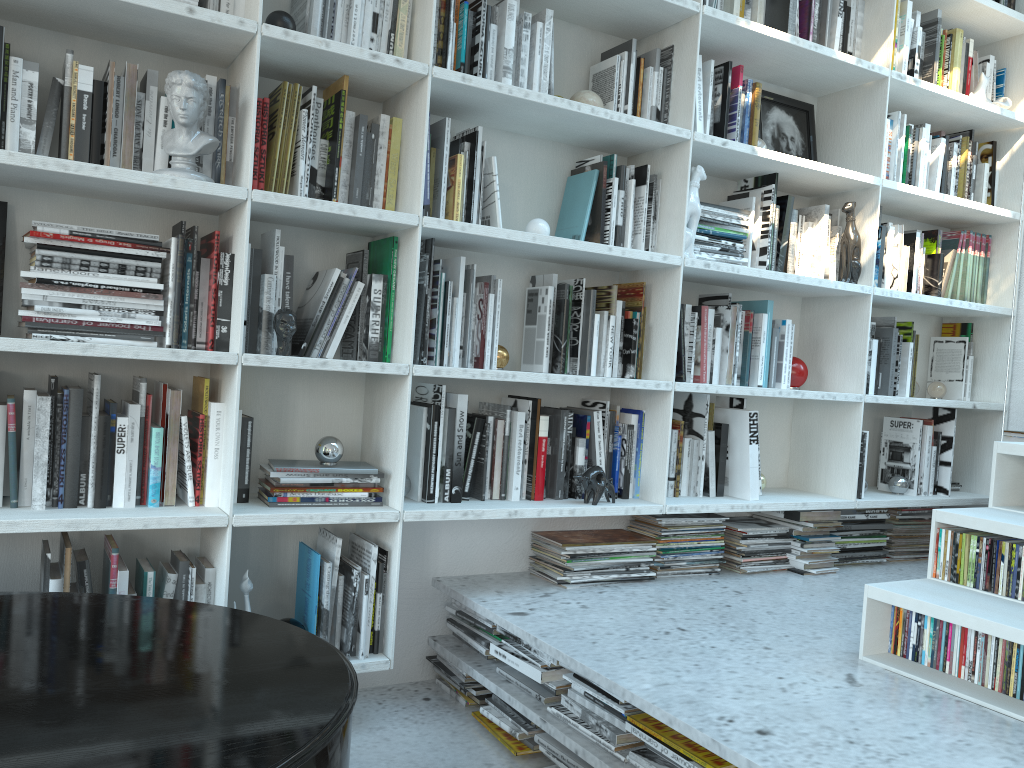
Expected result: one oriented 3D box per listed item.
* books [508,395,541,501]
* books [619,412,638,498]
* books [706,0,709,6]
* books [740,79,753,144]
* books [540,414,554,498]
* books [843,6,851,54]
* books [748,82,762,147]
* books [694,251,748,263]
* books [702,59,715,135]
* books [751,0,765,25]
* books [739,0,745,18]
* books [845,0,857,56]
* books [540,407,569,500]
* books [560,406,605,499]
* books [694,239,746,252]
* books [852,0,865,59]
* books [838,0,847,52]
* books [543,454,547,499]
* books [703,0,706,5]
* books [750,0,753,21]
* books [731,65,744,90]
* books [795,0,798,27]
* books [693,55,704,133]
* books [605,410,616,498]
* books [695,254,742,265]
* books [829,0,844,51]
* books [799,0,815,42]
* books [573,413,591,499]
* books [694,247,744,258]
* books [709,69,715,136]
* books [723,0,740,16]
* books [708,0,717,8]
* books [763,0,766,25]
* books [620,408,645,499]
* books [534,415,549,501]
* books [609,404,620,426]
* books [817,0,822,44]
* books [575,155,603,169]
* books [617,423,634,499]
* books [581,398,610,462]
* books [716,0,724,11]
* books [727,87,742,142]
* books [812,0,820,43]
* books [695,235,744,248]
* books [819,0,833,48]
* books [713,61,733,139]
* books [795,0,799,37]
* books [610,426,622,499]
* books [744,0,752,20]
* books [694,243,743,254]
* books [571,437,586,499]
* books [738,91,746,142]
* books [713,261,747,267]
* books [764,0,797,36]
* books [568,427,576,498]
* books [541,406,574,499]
[{"bbox_3d":[0.025,0.183,2.599,0.012,0.293,0.175,3,2,-30],"label":"books"},{"bbox_3d":[0.331,0.218,2.782,0.026,0.258,0.156,3,2,-30],"label":"books"},{"bbox_3d":[0.576,-1.228,2.828,0.013,0.237,0.141,3,2,-30],"label":"books"},{"bbox_3d":[0.721,-0.860,2.934,0.021,0.253,0.166,3,2,-30],"label":"books"},{"bbox_3d":[0.074,0.211,2.656,0.021,0.243,0.131,3,2,-30],"label":"books"},{"bbox_3d":[1.121,-1.195,3.143,0.022,0.234,0.158,3,2,-30],"label":"books"},{"bbox_3d":[0.747,-0.854,2.938,0.026,0.244,0.177,3,2,-30],"label":"books"},{"bbox_3d":[0.607,-0.414,2.900,0.285,0.012,0.159,3,1,-25],"label":"books"},{"bbox_3d":[0.585,-0.884,2.869,0.012,0.285,0.159,3,2,-30],"label":"books"},{"bbox_3d":[0.766,-1.242,2.926,0.026,0.288,0.156,3,2,-30],"label":"books"},{"bbox_3d":[0.688,-1.233,2.880,0.026,0.261,0.167,3,2,-30],"label":"books"},{"bbox_3d":[1.145,-1.219,3.151,0.026,0.284,0.147,3,2,-30],"label":"books"},{"bbox_3d":[0.103,0.203,2.653,0.026,0.262,0.173,3,2,-30],"label":"books"},{"bbox_3d":[0.216,0.207,2.717,0.070,0.266,0.185,3,2,-30],"label":"books"},{"bbox_3d":[0.607,-0.450,2.906,0.285,0.012,0.159,3,1,-32],"label":"books"},{"bbox_3d":[1.170,-1.208,3.163,0.031,0.265,0.169,3,2,-30],"label":"books"},{"bbox_3d":[1.092,-1.200,3.115,0.030,0.241,0.162,3,2,-30],"label":"books"},{"bbox_3d":[0.058,0.212,2.639,0.025,0.238,0.156,3,2,-30],"label":"books"},{"bbox_3d":[0.565,-1.237,2.824,0.012,0.254,0.160,3,2,-30],"label":"books"},{"bbox_3d":[0.733,-1.219,2.933,0.024,0.236,0.146,3,2,-30],"label":"books"},{"bbox_3d":[0.680,-0.879,2.905,0.014,0.285,0.175,3,2,-30],"label":"books"},{"bbox_3d":[0.875,-1.207,2.974,0.030,0.230,0.187,3,2,-30],"label":"books"},{"bbox_3d":[0.552,-0.888,2.842,0.065,0.289,0.145,3,2,-30],"label":"books"},{"bbox_3d":[0.262,0.211,2.755,0.021,0.265,0.150,3,2,-30],"label":"books"},{"bbox_3d":[0.605,-0.402,2.903,0.254,0.012,0.160,3,1,-34],"label":"books"},{"bbox_3d":[1.068,-1.217,3.091,0.036,0.272,0.177,3,2,-30],"label":"books"},{"bbox_3d":[0.948,-1.208,3.020,0.014,0.240,0.189,3,2,-30],"label":"books"},{"bbox_3d":[0.180,0.214,2.703,0.012,0.249,0.164,3,2,-30],"label":"books"},{"bbox_3d":[0.606,-0.426,2.902,0.254,0.012,0.160,3,1,-26],"label":"books"},{"bbox_3d":[0.604,-0.875,2.892,0.043,0.269,0.131,3,2,-30],"label":"books"},{"bbox_3d":[0.666,-1.208,2.864,0.025,0.207,0.175,3,2,-30],"label":"books"},{"bbox_3d":[0.605,-1.249,2.844,0.052,0.282,0.166,3,2,-30],"label":"books"},{"bbox_3d":[0.782,-1.217,2.948,0.025,0.238,0.142,3,2,-30],"label":"books"},{"bbox_3d":[0.353,0.212,2.794,0.025,0.272,0.171,3,2,-30],"label":"books"},{"bbox_3d":[0.041,0.209,2.613,0.031,0.244,0.184,3,2,-30],"label":"books"},{"bbox_3d":[0.282,0.203,2.781,0.012,0.282,0.143,3,2,-30],"label":"books"},{"bbox_3d":[0.995,-1.217,3.064,0.023,0.264,0.156,3,2,-30],"label":"books"},{"bbox_3d":[0.228,-0.539,2.695,0.016,0.290,0.135,3,2,-30],"label":"books"},{"bbox_3d":[0.311,0.232,2.764,0.025,0.228,0.175,3,2,-30],"label":"books"},{"bbox_3d":[0.248,0.195,2.745,0.013,0.294,0.134,3,2,-30],"label":"books"},{"bbox_3d":[0.633,-1.232,2.871,0.026,0.251,0.130,3,2,-30],"label":"books"},{"bbox_3d":[0.671,-0.840,2.890,0.013,0.207,0.189,3,2,-30],"label":"books"},{"bbox_3d":[0.975,-1.195,3.044,0.031,0.217,0.165,3,2,-30],"label":"books"},{"bbox_3d":[0.611,-0.462,2.900,0.254,0.012,0.160,3,1,-35],"label":"books"},{"bbox_3d":[1.022,-1.231,3.063,0.022,0.294,0.180,3,2,-30],"label":"books"},{"bbox_3d":[0.640,-0.882,2.884,0.012,0.287,0.176,3,2,-30],"label":"books"},{"bbox_3d":[0.911,-1.232,3.024,0.048,0.283,0.162,3,2,-30],"label":"books"},{"bbox_3d":[0.281,0.235,2.753,0.013,0.220,0.168,3,2,-30],"label":"books"},{"bbox_3d":[0.716,-1.214,2.907,0.030,0.224,0.157,3,2,-30],"label":"books"},{"bbox_3d":[0.605,-0.438,2.905,0.254,0.012,0.160,3,1,-28],"label":"books"},{"bbox_3d":[0.163,0.247,2.693,0.025,0.181,0.169,3,2,-30],"label":"books"},{"bbox_3d":[0.696,-0.842,2.922,0.033,0.213,0.152,3,2,-30],"label":"books"},{"bbox_3d":[0.604,-0.390,2.903,0.285,0.012,0.159,3,1,-26],"label":"books"},{"bbox_3d":[0.833,-1.226,2.917,0.032,0.265,0.245,3,2,-30],"label":"books"},{"bbox_3d":[0.140,0.231,2.686,0.022,0.211,0.135,3,2,-30],"label":"books"},{"bbox_3d":[0.122,0.204,2.672,0.026,0.263,0.169,3,2,-30],"label":"books"}]
